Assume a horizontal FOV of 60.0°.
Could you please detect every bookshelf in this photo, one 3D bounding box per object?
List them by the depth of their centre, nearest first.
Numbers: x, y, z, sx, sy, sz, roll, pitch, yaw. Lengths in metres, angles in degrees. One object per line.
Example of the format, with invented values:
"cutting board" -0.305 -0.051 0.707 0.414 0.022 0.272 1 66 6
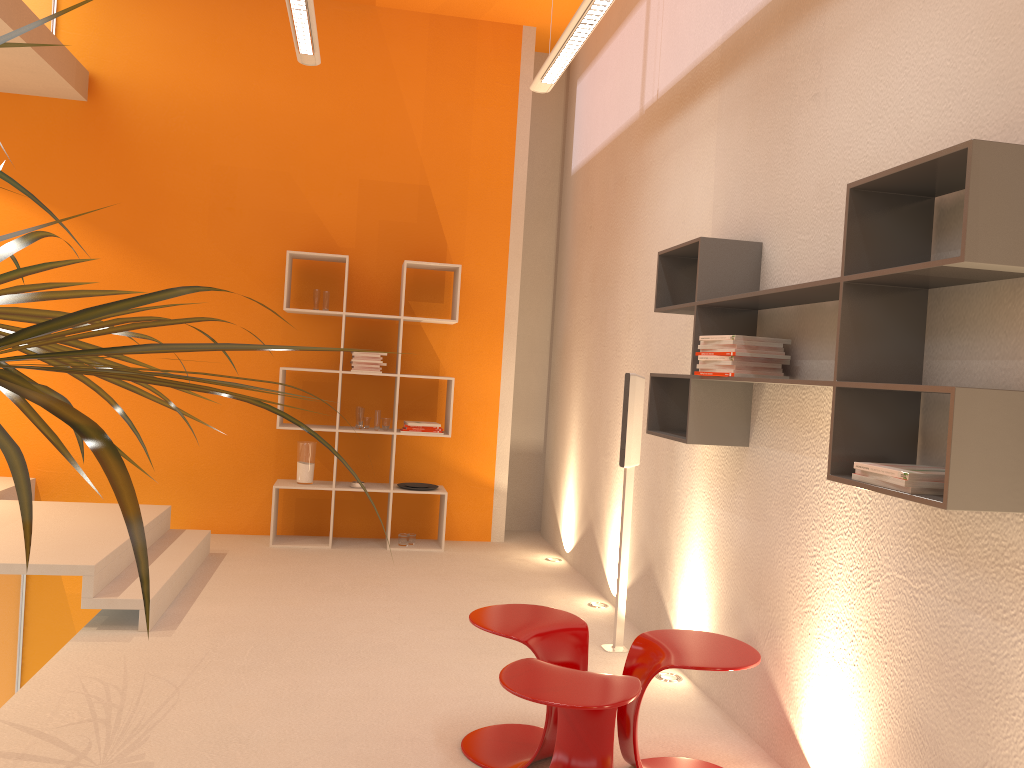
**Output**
"bookshelf" 0.953 0.549 2.224 0.322 2.145 3.370 3 1 -8
"bookshelf" -0.131 1.503 5.505 3.516 4.600 1.107 4 1 38

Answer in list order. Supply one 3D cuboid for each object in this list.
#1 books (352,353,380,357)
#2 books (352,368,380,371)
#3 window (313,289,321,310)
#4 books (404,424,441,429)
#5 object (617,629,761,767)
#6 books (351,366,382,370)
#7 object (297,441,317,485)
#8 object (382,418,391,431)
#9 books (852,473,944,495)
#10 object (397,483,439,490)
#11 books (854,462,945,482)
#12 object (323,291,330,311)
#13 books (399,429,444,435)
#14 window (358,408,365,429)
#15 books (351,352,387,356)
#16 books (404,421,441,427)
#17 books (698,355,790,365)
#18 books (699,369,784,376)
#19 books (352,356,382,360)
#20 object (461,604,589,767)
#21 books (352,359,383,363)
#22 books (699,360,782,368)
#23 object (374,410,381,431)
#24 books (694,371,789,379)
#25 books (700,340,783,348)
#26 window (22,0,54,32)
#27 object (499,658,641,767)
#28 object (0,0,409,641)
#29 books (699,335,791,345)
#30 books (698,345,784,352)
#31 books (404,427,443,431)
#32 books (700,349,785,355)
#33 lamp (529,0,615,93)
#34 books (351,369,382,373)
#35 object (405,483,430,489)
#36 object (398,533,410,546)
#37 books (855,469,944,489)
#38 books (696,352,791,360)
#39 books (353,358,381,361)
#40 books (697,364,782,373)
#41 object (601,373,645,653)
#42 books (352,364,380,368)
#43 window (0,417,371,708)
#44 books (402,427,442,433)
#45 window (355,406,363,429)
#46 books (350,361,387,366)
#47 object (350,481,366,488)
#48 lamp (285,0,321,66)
"books" -1.017 -0.200 6.208 0.190 0.015 0.254 3 1 -8
"books" -1.019 -0.100 6.208 0.190 0.011 0.268 3 1 -8
"window" -1.923 2.083 1.795 0.481 5.399 8.922 4 1 2
"books" -0.631 0.295 6.240 0.254 0.015 0.190 3 1 -8
"object" 0.562 1.063 2.832 0.420 0.450 0.391 3 1 -10
"books" -1.021 -0.114 6.217 0.190 0.015 0.254 3 1 -14
"object" -1.432 0.548 6.161 0.129 0.291 0.129 4 1 18
"object" 0.438 2.134 2.714 0.190 3.502 7.694 3 1 -21
"books" 0.988 0.246 2.171 0.190 0.015 0.254 3 1 -9
"object" -0.668 0.730 6.287 0.294 0.020 0.294 4 1 29
"books" 1.001 0.216 2.160 0.230 0.017 0.227 3 1 -10
"object" -1.881 2.076 2.796 0.351 5.384 6.779 4 1 10
"books" -0.639 0.335 6.236 0.296 0.013 0.210 3 1 -10
"window" -2.076 0.854 2.991 0.908 1.393 6.719 4 1 10
"books" -1.003 -0.215 6.206 0.230 0.017 0.227 3 1 -15
"books" -0.631 0.280 6.227 0.227 0.017 0.230 3 1 -15
"books" 0.826 -0.086 3.170 0.230 0.017 0.227 3 1 -20
"books" 0.814 -0.042 3.169 0.190 0.011 0.268 3 1 -13
"books" -1.017 -0.185 6.216 0.190 0.015 0.254 3 1 -14
"object" 0.047 1.028 3.020 0.391 0.450 0.420 3 1 -40
"books" -1.015 -0.159 6.203 0.210 0.013 0.296 3 1 -10
"books" 0.811 -0.070 3.170 0.190 0.015 0.254 3 1 -13
"object" -1.979 2.483 2.628 0.870 4.604 7.392 4 1 21
"books" 0.814 -0.030 3.165 0.210 0.013 0.297 3 1 -15
"books" 0.816 -0.142 3.169 0.190 0.015 0.254 3 1 -13
"window" -2.954 -2.475 5.091 0.006 0.660 1.860 3 1 -10
"object" 0.152 1.043 2.480 0.391 0.450 0.420 4 1 20
"object" -1.721 0.320 1.212 3.098 2.600 3.241 4 1 -2
"books" 0.830 -0.157 3.168 0.230 0.017 0.227 3 1 -20
"books" 0.816 -0.127 3.177 0.190 0.015 0.254 3 1 -19
"books" -0.624 0.311 6.239 0.254 0.015 0.190 3 1 -14
"books" 0.819 -0.113 3.168 0.190 0.011 0.268 3 1 -13
"lamp" 0.457 -2.057 3.245 0.120 1.052 3.195 3 1 -10
"books" -1.019 -0.088 6.204 0.210 0.013 0.296 3 1 -10
"object" -0.671 0.727 6.290 0.178 0.020 0.178 4 1 7
"object" 0.715 2.580 1.287 0.129 2.692 10.507 3 1 -17
"books" 0.986 0.231 2.162 0.190 0.015 0.254 4 1 -3
"books" 0.818 -0.101 3.164 0.210 0.013 0.297 3 1 -15
"books" -1.014 -0.172 6.207 0.190 0.011 0.268 3 1 -8
"books" 0.811 -0.055 3.178 0.190 0.015 0.254 3 1 -19
"object" 0.530 0.605 4.212 0.116 1.317 0.111 3 1 -13
"books" -1.022 -0.129 6.209 0.190 0.015 0.254 3 1 -8
"window" -2.134 2.449 5.368 2.294 4.526 1.860 3 1 -10
"books" -0.634 0.324 6.236 0.268 0.011 0.190 3 1 -8
"window" -2.435 2.407 4.519 0.993 4.599 4.234 4 1 22
"books" -1.007 -0.144 6.207 0.230 0.017 0.227 3 1 -15
"object" -1.070 0.699 6.160 0.105 0.035 0.106 4 1 34
"lamp" -0.751 -2.129 3.032 0.120 1.052 3.195 3 1 -10
